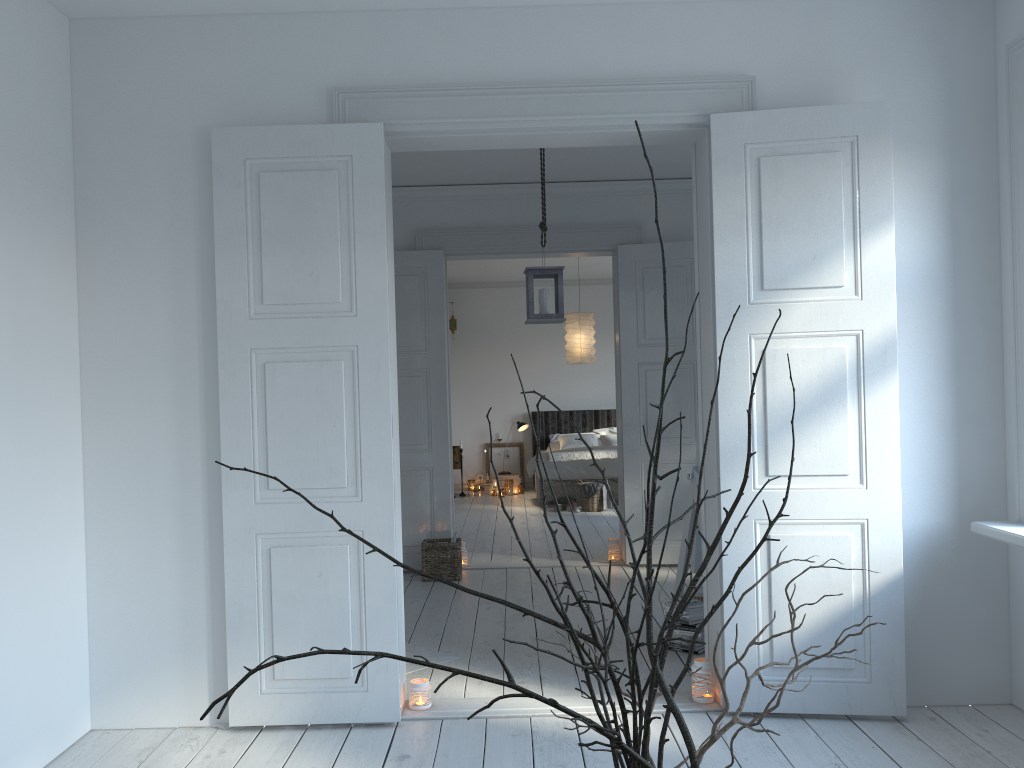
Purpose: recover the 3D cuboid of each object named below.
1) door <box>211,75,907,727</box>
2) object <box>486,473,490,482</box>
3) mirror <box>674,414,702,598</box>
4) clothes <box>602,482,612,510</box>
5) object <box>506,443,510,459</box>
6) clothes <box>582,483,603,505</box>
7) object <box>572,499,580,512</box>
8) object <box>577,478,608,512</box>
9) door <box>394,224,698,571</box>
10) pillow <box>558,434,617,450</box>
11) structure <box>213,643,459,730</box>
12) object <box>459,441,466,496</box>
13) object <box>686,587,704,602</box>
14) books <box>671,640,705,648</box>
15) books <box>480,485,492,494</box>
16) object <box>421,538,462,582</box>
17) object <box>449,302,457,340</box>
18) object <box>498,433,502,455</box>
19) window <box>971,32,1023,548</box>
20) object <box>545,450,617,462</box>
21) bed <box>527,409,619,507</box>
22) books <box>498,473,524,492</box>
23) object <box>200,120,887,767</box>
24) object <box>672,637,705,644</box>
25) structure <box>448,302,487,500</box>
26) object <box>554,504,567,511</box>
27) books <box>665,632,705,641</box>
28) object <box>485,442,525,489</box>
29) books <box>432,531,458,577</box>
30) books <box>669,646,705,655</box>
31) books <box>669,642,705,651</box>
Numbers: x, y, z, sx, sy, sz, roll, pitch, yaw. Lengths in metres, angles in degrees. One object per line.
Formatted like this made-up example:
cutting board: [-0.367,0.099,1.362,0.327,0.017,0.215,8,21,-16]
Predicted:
door: [0.165,0.069,3.632,2.598,2.505,0.577,-2,0,0]
object: [-0.327,1.219,12.065,0.062,0.220,0.028,-2,0,-5]
mirror: [1.124,0.554,4.560,0.610,1.489,0.417,-2,0,-35]
clothes: [0.904,1.209,9.595,0.283,0.288,0.235,-2,0,39]
object: [-0.054,0.907,12.093,0.062,0.228,0.063,-1,0,24]
clothes: [0.874,1.195,9.558,0.246,0.270,0.297,-2,0,1]
object: [0.692,1.321,9.611,0.083,0.122,0.222,-2,0,0]
object: [0.875,1.200,9.616,0.319,0.351,0.319,-2,0,32]
door: [0.163,0.106,6.648,2.598,2.505,0.577,-2,0,0]
pillow: [1.153,0.752,11.415,1.146,0.225,0.415,-2,0,-7]
structure: [-1.019,0.029,4.174,0.800,2.828,1.247,-1,0,45]
object: [-0.647,1.079,11.408,0.091,0.718,0.091,-2,0,9]
object: [0.969,1.093,4.557,0.142,0.074,0.142,-1,-1,-16]
books: [0.871,1.264,4.382,0.181,0.016,0.128,-2,-1,45]
books: [-0.333,1.386,11.648,0.175,0.096,0.262,-2,-1,-5]
object: [-0.494,1.239,6.266,0.270,0.265,0.224,-2,0,0]
object: [-0.788,-0.835,11.815,0.117,0.505,0.105,-2,0,-27]
object: [-0.164,0.816,12.108,0.067,0.320,0.067,-2,0,-41]
window: [1.895,-0.354,2.616,0.375,1.846,1.456,-2,0,0]
object: [1.115,0.811,10.143,1.460,0.104,0.405,-2,-1,0]
bed: [1.124,0.859,10.986,1.888,1.046,2.176,-2,-1,0]
books: [-0.024,1.310,11.775,0.346,0.232,0.245,-2,0,8]
object: [0.041,0.259,1.107,0.845,1.066,0.525,-2,0,-29]
object: [0.878,1.249,4.371,0.156,0.014,0.111,-2,-1,43]
structure: [-1.017,0.115,11.550,1.248,2.836,0.800,-1,0,45]
object: [0.494,1.345,9.657,0.120,0.084,0.222,-2,-1,29]
books: [0.869,1.236,4.383,0.187,0.017,0.132,-2,-1,37]
object: [-0.096,1.116,12.086,0.528,0.630,0.082,-2,0,0]
books: [-0.483,1.205,6.265,0.201,0.300,0.179,-2,0,0]
books: [0.867,1.298,4.378,0.178,0.016,0.128,-2,-1,38]
books: [0.871,1.281,4.380,0.177,0.016,0.128,-2,-1,41]
